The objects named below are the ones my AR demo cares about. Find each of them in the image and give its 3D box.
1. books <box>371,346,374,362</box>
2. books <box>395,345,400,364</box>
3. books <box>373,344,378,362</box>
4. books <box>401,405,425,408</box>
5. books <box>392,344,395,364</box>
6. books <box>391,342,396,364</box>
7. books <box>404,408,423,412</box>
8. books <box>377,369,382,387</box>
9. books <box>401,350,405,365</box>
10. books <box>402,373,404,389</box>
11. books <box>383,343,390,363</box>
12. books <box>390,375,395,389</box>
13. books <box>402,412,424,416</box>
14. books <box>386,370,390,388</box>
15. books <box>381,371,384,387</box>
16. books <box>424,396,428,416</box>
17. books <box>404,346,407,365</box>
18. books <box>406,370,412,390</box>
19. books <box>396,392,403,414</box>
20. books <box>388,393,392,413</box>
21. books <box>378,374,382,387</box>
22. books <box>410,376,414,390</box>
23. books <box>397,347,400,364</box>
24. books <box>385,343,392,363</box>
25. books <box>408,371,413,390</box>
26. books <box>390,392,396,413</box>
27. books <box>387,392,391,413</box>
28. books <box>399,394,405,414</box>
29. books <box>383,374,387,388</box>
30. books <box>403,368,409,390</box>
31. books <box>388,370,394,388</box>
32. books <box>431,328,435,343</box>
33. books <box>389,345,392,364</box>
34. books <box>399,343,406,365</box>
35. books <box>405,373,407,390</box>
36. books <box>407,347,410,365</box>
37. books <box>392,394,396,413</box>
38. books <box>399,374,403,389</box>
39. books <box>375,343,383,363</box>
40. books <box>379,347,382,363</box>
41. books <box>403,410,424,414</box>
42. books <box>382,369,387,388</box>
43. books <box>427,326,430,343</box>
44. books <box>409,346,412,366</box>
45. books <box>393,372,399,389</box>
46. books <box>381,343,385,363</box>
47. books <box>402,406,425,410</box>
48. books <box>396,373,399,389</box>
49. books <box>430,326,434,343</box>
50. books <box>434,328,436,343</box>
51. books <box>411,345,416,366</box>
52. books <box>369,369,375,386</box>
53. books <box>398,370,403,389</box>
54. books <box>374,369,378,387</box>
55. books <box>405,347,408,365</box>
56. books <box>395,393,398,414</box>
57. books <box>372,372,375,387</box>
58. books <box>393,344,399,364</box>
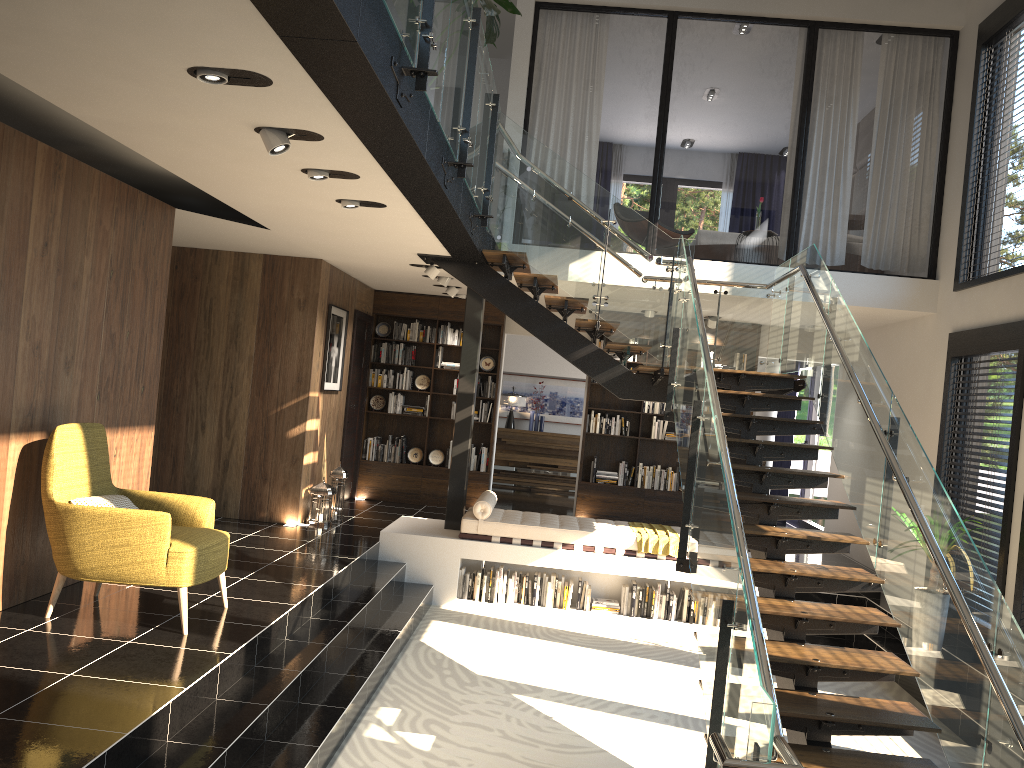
[{"bbox_3d":[-1.792,-0.389,11.515,0.023,0.215,0.148,5,0,3],"label":"books"},{"bbox_3d":[-1.477,-0.379,11.487,0.032,0.255,0.160,5,0,3],"label":"books"},{"bbox_3d":[-1.770,-0.395,11.495,0.023,0.231,0.143,5,0,3],"label":"books"},{"bbox_3d":[-1.264,0.294,11.451,0.292,0.013,0.187,5,-1,6],"label":"books"},{"bbox_3d":[-1.521,-0.384,11.482,0.018,0.256,0.172,5,0,3],"label":"books"},{"bbox_3d":[-1.536,-0.401,11.486,0.015,0.287,0.154,5,0,3],"label":"books"},{"bbox_3d":[-1.266,0.334,11.471,0.244,0.033,0.142,5,-1,0],"label":"books"},{"bbox_3d":[-1.726,-0.075,11.524,0.018,0.232,0.123,5,0,3],"label":"books"},{"bbox_3d":[-1.398,-0.339,11.453,0.025,0.188,0.181,5,0,3],"label":"books"},{"bbox_3d":[-1.395,-0.035,11.490,0.027,0.214,0.159,5,0,3],"label":"books"},{"bbox_3d":[-1.622,-0.399,11.476,0.022,0.267,0.198,5,0,3],"label":"books"},{"bbox_3d":[-1.538,-0.025,11.486,0.026,0.167,0.173,5,0,3],"label":"books"},{"bbox_3d":[-1.272,0.387,11.468,0.262,0.032,0.154,5,-1,6],"label":"books"},{"bbox_3d":[-1.591,-0.064,11.497,0.036,0.235,0.169,5,0,3],"label":"books"},{"bbox_3d":[-1.672,-0.058,11.523,0.018,0.208,0.126,5,0,3],"label":"books"},{"bbox_3d":[-1.096,0.289,11.459,0.032,0.261,0.157,5,0,3],"label":"books"},{"bbox_3d":[-1.367,-0.361,11.487,0.028,0.240,0.148,5,0,3],"label":"books"},{"bbox_3d":[-1.334,-0.052,11.465,0.021,0.260,0.197,5,0,3],"label":"books"},{"bbox_3d":[-1.455,0.246,11.472,0.032,0.279,0.133,5,0,3],"label":"books"},{"bbox_3d":[-1.560,0.246,11.456,0.026,0.257,0.192,5,0,3],"label":"books"},{"bbox_3d":[-1.702,-0.041,11.503,0.037,0.169,0.148,5,0,3],"label":"books"},{"bbox_3d":[-1.296,-0.009,11.474,0.015,0.181,0.136,5,0,3],"label":"books"},{"bbox_3d":[-1.451,-0.359,11.482,0.024,0.220,0.123,5,0,3],"label":"books"},{"bbox_3d":[-1.598,-0.394,11.479,0.027,0.260,0.181,5,0,3],"label":"books"},{"bbox_3d":[-1.311,-0.042,11.485,0.023,0.245,0.133,5,0,3],"label":"books"},{"bbox_3d":[-1.537,0.240,11.465,0.018,0.275,0.144,5,0,3],"label":"books"},{"bbox_3d":[-1.581,0.242,11.493,0.020,0.264,0.152,5,0,3],"label":"books"},{"bbox_3d":[-1.425,0.262,11.488,0.030,0.253,0.138,5,0,3],"label":"books"},{"bbox_3d":[-1.629,-0.040,11.485,0.035,0.180,0.165,5,0,3],"label":"books"},{"bbox_3d":[-1.371,-0.068,11.465,0.018,0.284,0.198,5,0,3],"label":"books"},{"bbox_3d":[-1.561,-0.062,11.475,0.026,0.237,0.164,5,0,3],"label":"books"},{"bbox_3d":[-1.007,-0.624,11.441,0.023,0.202,0.201,5,0,3],"label":"books"},{"bbox_3d":[-1.567,-0.382,11.458,0.039,0.243,0.179,5,0,3],"label":"books"},{"bbox_3d":[-1.421,-0.383,11.466,0.033,0.273,0.189,5,0,3],"label":"books"},{"bbox_3d":[-1.356,-0.029,11.478,0.018,0.210,0.157,5,0,3],"label":"books"},{"bbox_3d":[-1.327,-0.359,11.477,0.024,0.242,0.144,5,0,3],"label":"books"},{"bbox_3d":[-1.512,0.258,11.489,0.031,0.245,0.120,5,0,3],"label":"books"},{"bbox_3d":[-1.424,-0.027,11.468,0.025,0.193,0.172,5,0,3],"label":"books"},{"bbox_3d":[-1.723,-0.402,11.512,0.066,0.255,0.127,5,0,3],"label":"books"},{"bbox_3d":[-1.682,-0.373,11.484,0.025,0.204,0.192,5,0,3],"label":"books"},{"bbox_3d":[-1.269,0.361,11.471,0.266,0.021,0.152,5,-1,2],"label":"books"},{"bbox_3d":[-1.652,-0.070,11.515,0.019,0.236,0.139,5,0,3],"label":"books"},{"bbox_3d":[-1.069,-0.634,11.467,0.027,0.212,0.180,5,0,3],"label":"books"},{"bbox_3d":[-1.302,-0.367,11.481,0.025,0.263,0.147,5,0,3],"label":"books"},{"bbox_3d":[-1.496,-0.045,11.492,0.053,0.216,0.151,5,0,3],"label":"books"},{"bbox_3d":[-1.650,-0.396,11.481,0.035,0.255,0.183,5,0,3],"label":"books"},{"bbox_3d":[-1.266,0.309,11.459,0.293,0.016,0.174,5,-1,2],"label":"books"},{"bbox_3d":[-1.464,-0.037,11.455,0.016,0.205,0.204,5,0,3],"label":"books"},{"bbox_3d":[-1.037,-0.632,11.457,0.039,0.212,0.172,5,0,3],"label":"books"},{"bbox_3d":[-0.982,-0.617,11.473,0.024,0.194,0.182,5,0,3],"label":"books"},{"bbox_3d":[-1.272,-0.366,11.480,0.035,0.266,0.133,5,0,3],"label":"books"},{"bbox_3d":[-1.818,-0.080,11.518,0.030,0.224,0.166,5,0,3],"label":"books"},{"bbox_3d":[-1.443,-0.054,11.481,0.020,0.243,0.154,5,0,3],"label":"books"},{"bbox_3d":[-1.748,-0.079,11.479,0.022,0.235,0.194,5,0,3],"label":"books"},{"bbox_3d":[-1.347,-0.355,11.473,0.014,0.230,0.172,5,0,3],"label":"books"},{"bbox_3d":[-1.484,0.250,11.481,0.024,0.265,0.148,5,0,3],"label":"books"},{"bbox_3d":[-1.782,-0.060,11.510,0.045,0.192,0.164,5,0,3],"label":"books"},{"bbox_3d":[-1.503,-0.387,11.463,0.019,0.264,0.175,5,0,3],"label":"books"}]
